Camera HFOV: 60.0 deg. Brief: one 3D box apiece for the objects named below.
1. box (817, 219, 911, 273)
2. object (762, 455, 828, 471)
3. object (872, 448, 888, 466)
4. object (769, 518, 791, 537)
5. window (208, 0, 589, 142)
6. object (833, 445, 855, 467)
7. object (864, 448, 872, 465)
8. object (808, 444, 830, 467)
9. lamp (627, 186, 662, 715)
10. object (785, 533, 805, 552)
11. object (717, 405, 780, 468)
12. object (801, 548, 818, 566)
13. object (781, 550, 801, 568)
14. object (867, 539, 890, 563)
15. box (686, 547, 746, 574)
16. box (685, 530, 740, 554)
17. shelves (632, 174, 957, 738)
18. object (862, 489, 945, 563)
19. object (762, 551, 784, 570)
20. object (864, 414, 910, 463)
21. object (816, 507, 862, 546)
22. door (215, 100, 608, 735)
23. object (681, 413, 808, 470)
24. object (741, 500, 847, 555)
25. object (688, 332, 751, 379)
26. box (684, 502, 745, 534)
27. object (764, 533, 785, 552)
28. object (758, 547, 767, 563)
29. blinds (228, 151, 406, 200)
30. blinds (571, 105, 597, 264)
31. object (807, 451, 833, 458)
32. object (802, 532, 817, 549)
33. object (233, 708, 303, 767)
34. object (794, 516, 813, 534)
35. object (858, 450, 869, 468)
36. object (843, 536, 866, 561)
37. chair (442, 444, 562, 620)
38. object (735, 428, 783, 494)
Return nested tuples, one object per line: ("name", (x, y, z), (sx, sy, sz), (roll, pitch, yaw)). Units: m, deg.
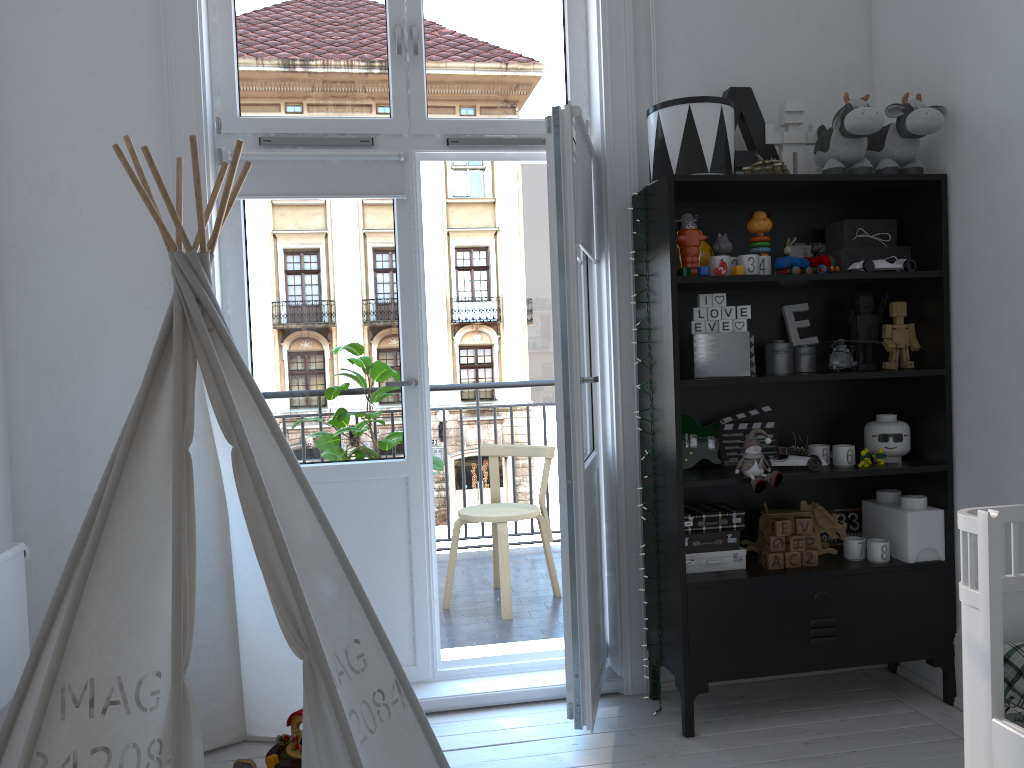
("box", (1.174, -0.447, 2.942), (0.251, 0.189, 0.179), (-3, 2, -10))
("object", (0.878, 0.248, 2.811), (0.230, 0.048, 0.098), (-2, 2, 15))
("object", (1.173, 0.233, 2.824), (0.042, 0.054, 0.031), (-1, 2, 35))
("object", (0.850, 0.453, 2.807), (0.050, 0.050, 0.050), (-3, 2, -10))
("window", (-0.355, -1.143, 2.969), (1.263, 0.660, 0.101), (-3, 2, -10))
("object", (1.061, 0.230, 2.835), (0.067, 0.067, 0.067), (-2, 2, 4))
("object", (1.138, 0.233, 2.849), (0.042, 0.054, 0.031), (-3, 2, -10))
("object", (0.994, 0.232, 2.871), (0.067, 0.067, 0.067), (-2, 2, 4))
("lamp", (0.870, 0.197, 2.926), (0.985, 1.685, 0.095), (-3, 2, -12))
("object", (0.892, 0.501, 2.804), (0.050, 0.050, 0.050), (-3, 2, -10))
("object", (0.784, 0.174, 2.944), (0.201, 0.199, 0.048), (-3, 2, -10))
("object", (0.945, 0.548, 2.814), (0.050, 0.050, 0.050), (-2, 2, 20))
("object", (0.879, 0.551, 2.803), (0.050, 0.050, 0.050), (-2, 2, -5))
("object", (1.164, 0.531, 2.818), (0.067, 0.067, 0.067), (-2, 2, 4))
("box", (0.617, 0.553, 2.847), (0.215, 0.062, 0.179), (-3, 2, -10))
("box", (0.596, 0.493, 2.842), (0.215, 0.062, 0.179), (-3, 2, -10))
("shelves", (0.907, 0.200, 2.868), (0.911, 1.678, 0.353), (-3, 2, -10))
("object", (1.282, 0.458, 2.918), (0.132, 0.199, 0.267), (-3, 2, -10))
("object", (0.821, 0.554, 2.793), (0.050, 0.050, 0.050), (-3, 2, -10))
("object", (1.233, 0.180, 2.915), (0.139, 0.162, 0.139), (-4, 2, -35))
("object", (1.074, 0.499, 3.062), (0.347, 0.120, 0.034), (-3, 2, -10))
("door", (-0.273, 0.110, 2.769), (1.263, 1.839, 0.636), (-2, 2, -8))
("object", (0.741, 0.206, 2.964), (0.542, 0.239, 0.093), (-2, 2, -9))
("object", (0.938, 0.479, 2.947), (0.337, 0.186, 0.111), (-2, 2, 5))
("object", (0.642, -0.089, 2.754), (0.170, 0.138, 0.124), (-2, 2, 5))
("box", (0.612, 0.431, 2.844), (0.215, 0.062, 0.179), (-3, 2, -10))
("object", (0.833, 0.503, 2.814), (0.050, 0.050, 0.050), (-3, 2, -10))
("object", (0.826, 0.552, 2.849), (0.050, 0.050, 0.050), (-3, 2, -10))
("blinds", (-0.635, -0.686, 2.912), (0.565, 0.158, 0.032), (-2, 2, -10))
("blinds", (0.236, -0.599, 2.782), (0.032, 0.390, 0.565), (-2, 2, 10))
("object", (1.078, 0.241, 2.998), (0.163, 0.034, 0.069), (-2, 2, -10))
("object", (0.940, 0.498, 2.840), (0.050, 0.050, 0.050), (-3, 2, -10))
("object", (-0.469, 0.972, 2.130), (0.385, 0.284, 0.856), (-3, 2, -18))
("object", (0.927, 0.449, 2.823), (0.050, 0.050, 0.050), (-2, 2, 10))
("object", (1.106, 0.236, 2.789), (0.031, 0.054, 0.042), (-1, 3, 40))
("object", (1.106, 0.531, 2.863), (0.067, 0.067, 0.067), (-2, 2, 4))
("chair", (-0.046, 0.655, 4.119), (0.436, 0.716, 0.498), (-1, 2, 35))
("object", (0.743, 0.230, 2.668), (0.110, 0.186, 0.129), (-3, 2, -23))
